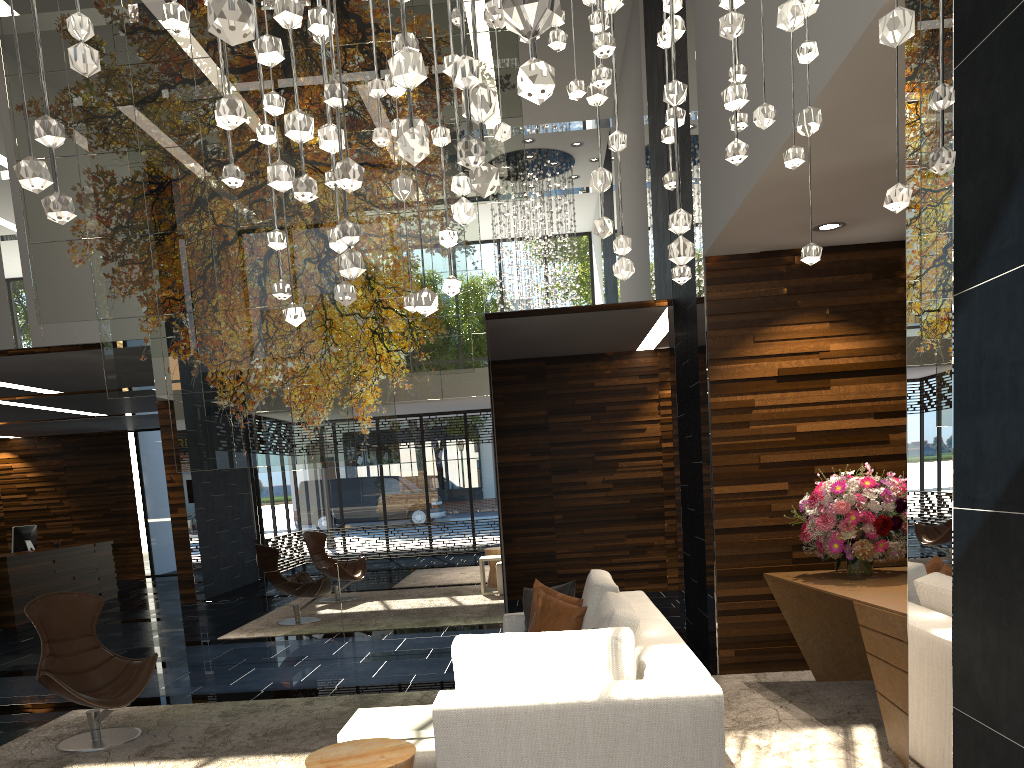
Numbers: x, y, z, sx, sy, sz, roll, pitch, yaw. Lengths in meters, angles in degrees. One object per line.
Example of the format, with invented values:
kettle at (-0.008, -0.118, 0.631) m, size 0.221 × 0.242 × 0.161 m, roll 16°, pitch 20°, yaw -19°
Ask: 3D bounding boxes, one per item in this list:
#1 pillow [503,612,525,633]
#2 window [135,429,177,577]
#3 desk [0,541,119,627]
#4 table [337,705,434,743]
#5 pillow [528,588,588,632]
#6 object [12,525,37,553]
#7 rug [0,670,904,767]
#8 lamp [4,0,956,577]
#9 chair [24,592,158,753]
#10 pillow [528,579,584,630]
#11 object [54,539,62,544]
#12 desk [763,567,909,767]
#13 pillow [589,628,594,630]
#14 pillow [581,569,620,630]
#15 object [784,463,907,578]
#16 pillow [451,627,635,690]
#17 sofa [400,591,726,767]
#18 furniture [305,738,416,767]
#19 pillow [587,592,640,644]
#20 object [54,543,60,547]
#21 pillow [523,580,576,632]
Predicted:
pillow at (0.251, 1.564, 5.648) m, size 0.623 × 0.154 × 0.238 m, roll -4°, pitch -2°, yaw -2°
window at (-5.115, 2.181, 16.531) m, size 3.960 × 2.887 × 0.058 m, roll -4°, pitch 7°, yaw 3°
desk at (-6.682, 2.787, 12.199) m, size 0.880 × 0.895 × 2.659 m, roll -4°, pitch -5°, yaw 2°
table at (-0.494, 1.677, 3.748) m, size 0.400 × 0.472 × 0.395 m, roll -4°, pitch 2°, yaw 2°
pillow at (0.218, 1.388, 4.925) m, size 0.266 × 0.417 × 0.520 m, roll -6°, pitch 0°, yaw -27°
object at (-6.854, 2.245, 12.176) m, size 0.190 × 0.497 × 0.478 m, roll -3°, pitch 1°, yaw 7°
rug at (-0.289, 1.980, 4.486) m, size 5.905 × 0.006 × 3.196 m, roll -4°, pitch -6°, yaw 3°
lamp at (-4.823, -45.957, 1.655) m, size 401.335 × 115.363 × 395.387 m, roll -6°, pitch -6°, yaw 28°
chair at (-2.630, 1.750, 5.276) m, size 0.791 × 0.943 × 0.663 m, roll -3°, pitch 3°, yaw 30°
pillow at (0.237, 1.386, 5.143) m, size 0.240 × 0.435 × 0.550 m, roll -6°, pitch 1°, yaw -33°
object at (-6.595, 2.299, 12.461) m, size 0.076 × 0.104 × 0.150 m, roll -2°, pitch -1°, yaw 32°
desk at (2.091, 1.448, 4.484) m, size 0.991 × 0.753 × 2.231 m, roll -4°, pitch -5°, yaw 2°
pillow at (0.122, 1.304, 3.942) m, size 0.500 × 0.370 × 0.299 m, roll -3°, pitch 1°, yaw -38°
pillow at (0.489, 1.336, 5.021) m, size 0.248 × 0.455 × 0.714 m, roll -4°, pitch -2°, yaw 2°
object at (2.029, 0.798, 5.046) m, size 0.690 × 0.686 × 0.654 m, roll -4°, pitch 1°, yaw -6°
pillow at (0.130, 1.184, 3.363) m, size 0.712 × 0.467 × 0.214 m, roll -4°, pitch 5°, yaw 4°
sofa at (0.187, 1.596, 4.477) m, size 1.292 × 0.687 × 2.835 m, roll -4°, pitch -5°, yaw 2°
furniture at (-0.522, 1.584, 3.108) m, size 0.393 × 0.528 × 0.386 m, roll -2°, pitch 3°, yaw 37°
pillow at (0.450, 1.250, 4.131) m, size 0.291 × 0.439 × 0.714 m, roll -4°, pitch -2°, yaw 3°
object at (-6.573, 2.332, 12.455) m, size 0.077 × 0.060 × 0.076 m, roll -4°, pitch -1°, yaw 27°
pillow at (0.222, 1.413, 5.360) m, size 0.251 × 0.419 × 0.556 m, roll -7°, pitch 1°, yaw -40°
